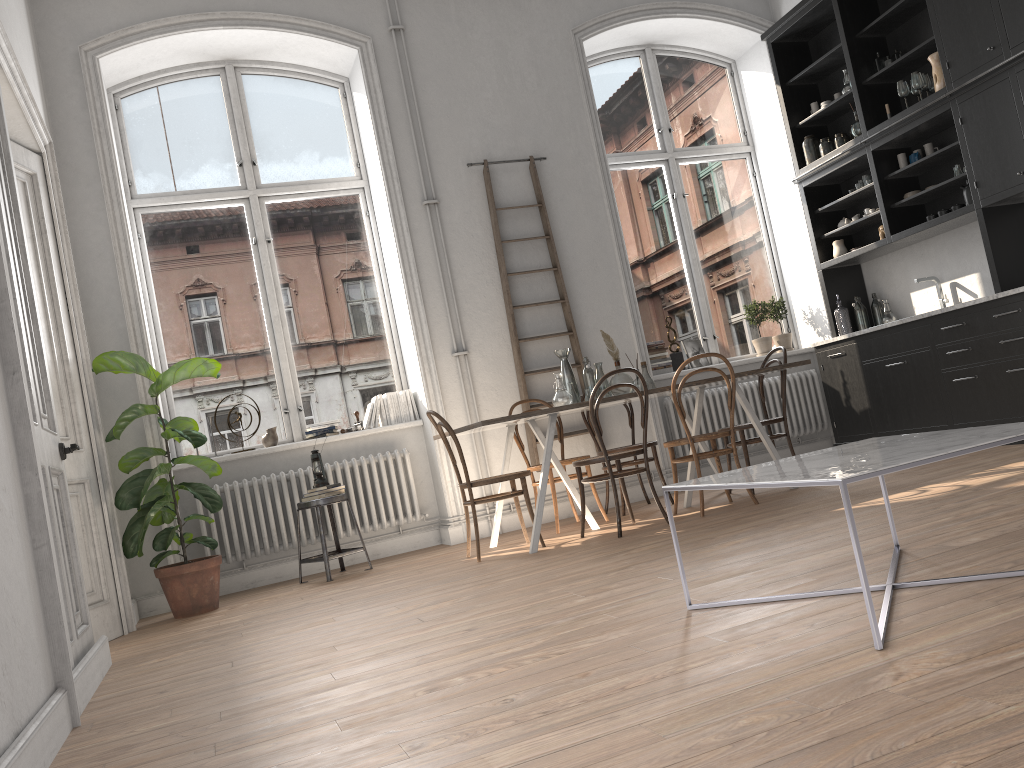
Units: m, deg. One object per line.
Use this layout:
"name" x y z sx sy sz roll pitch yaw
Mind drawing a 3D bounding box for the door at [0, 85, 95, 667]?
"door" -1.980 -0.168 3.535 0.216 2.813 1.098 -10 -4 -19

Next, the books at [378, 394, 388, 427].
"books" -0.990 0.208 6.718 0.024 0.243 0.175 -10 -4 -20

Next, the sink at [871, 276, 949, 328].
"sink" 3.003 -0.524 6.537 0.514 0.504 0.526 -10 -4 -20

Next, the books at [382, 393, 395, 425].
"books" -0.936 0.196 6.706 0.024 0.243 0.175 -10 -4 -20

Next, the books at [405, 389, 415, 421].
"books" -0.796 0.172 6.769 0.024 0.243 0.175 -10 -4 -20

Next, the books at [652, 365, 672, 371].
"books" 1.197 -0.120 7.463 0.249 0.023 0.175 -10 -4 -24

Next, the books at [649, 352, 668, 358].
"books" 1.185 -0.230 7.492 0.222 0.024 0.158 -10 -4 -20

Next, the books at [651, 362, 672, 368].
"books" 1.192 -0.143 7.464 0.249 0.023 0.175 -10 -4 -19

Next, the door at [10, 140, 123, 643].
"door" -2.509 0.010 4.570 0.216 2.813 1.097 -12 -4 5

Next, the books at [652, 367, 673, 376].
"books" 1.201 -0.088 7.461 0.248 0.043 0.193 -10 -4 -20

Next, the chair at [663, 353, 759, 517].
"chair" 1.141 0.302 5.333 0.437 0.920 0.549 -11 -4 -9

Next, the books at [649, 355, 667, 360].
"books" 1.188 -0.207 7.484 0.205 0.022 0.155 -11 -4 -6

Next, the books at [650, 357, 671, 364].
"books" 1.187 -0.181 7.485 0.245 0.028 0.194 -10 -4 -25

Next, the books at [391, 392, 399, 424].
"books" -0.906 0.192 6.744 0.019 0.243 0.175 -10 -4 -20

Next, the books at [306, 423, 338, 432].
"books" -1.397 0.321 6.512 0.205 0.020 0.155 -9 -5 -30

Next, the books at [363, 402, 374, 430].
"books" -1.084 0.246 6.662 0.105 0.194 0.155 -10 -4 -21

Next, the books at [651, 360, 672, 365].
"books" 1.193 -0.161 7.483 0.255 0.014 0.193 -10 -4 -17

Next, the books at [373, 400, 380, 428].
"books" -1.024 0.232 6.682 0.072 0.203 0.155 -10 -4 -20

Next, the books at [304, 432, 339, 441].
"books" -1.399 0.389 6.520 0.221 0.023 0.147 -14 -4 29

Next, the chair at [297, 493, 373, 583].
"chair" -1.211 1.013 5.877 0.361 0.522 0.363 -15 -5 44

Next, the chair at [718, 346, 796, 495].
"chair" 1.653 0.244 5.967 0.549 0.920 0.438 -11 -4 -7

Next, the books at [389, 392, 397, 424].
"books" -0.918 0.193 6.721 0.019 0.243 0.175 -10 -4 -20

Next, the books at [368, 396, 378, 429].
"books" -1.050 0.219 6.673 0.100 0.235 0.175 -10 -4 -20

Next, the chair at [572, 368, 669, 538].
"chair" 0.587 0.402 5.168 0.437 0.920 0.550 -10 -4 -24

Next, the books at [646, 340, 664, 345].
"books" 1.154 -0.332 7.499 0.200 0.024 0.159 -9 -5 -30

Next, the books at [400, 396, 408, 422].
"books" -0.836 0.198 6.750 0.020 0.205 0.155 -10 -4 -20

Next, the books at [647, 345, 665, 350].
"books" 1.158 -0.290 7.485 0.231 0.023 0.163 -11 -4 -4

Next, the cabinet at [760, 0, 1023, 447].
"cabinet" 3.063 -1.407 5.858 0.634 3.581 3.254 -10 -4 -20

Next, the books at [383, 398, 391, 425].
"books" -0.956 0.219 6.707 0.020 0.205 0.155 -10 -4 -20

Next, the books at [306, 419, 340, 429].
"books" -1.390 0.296 6.539 0.243 0.019 0.175 -11 -4 -10

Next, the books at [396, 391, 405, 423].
"books" -0.860 0.183 6.743 0.019 0.243 0.175 -10 -4 -20

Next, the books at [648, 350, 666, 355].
"books" 1.179 -0.251 7.487 0.205 0.022 0.155 -10 -4 -25

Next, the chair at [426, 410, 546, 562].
"chair" -0.159 0.563 5.327 0.549 0.920 0.438 -11 -4 -12

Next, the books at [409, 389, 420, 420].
"books" -0.766 0.167 6.777 0.040 0.244 0.175 -10 -4 -20

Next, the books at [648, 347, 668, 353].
"books" 1.170 -0.270 7.487 0.243 0.019 0.175 -10 -4 -20

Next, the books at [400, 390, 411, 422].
"books" -0.825 0.179 6.779 0.024 0.243 0.175 -10 -4 -20

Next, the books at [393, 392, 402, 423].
"books" -0.887 0.190 6.756 0.024 0.243 0.175 -10 -4 -20

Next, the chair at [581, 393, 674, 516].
"chair" 0.796 0.440 6.321 0.437 0.920 0.549 -11 -4 -13

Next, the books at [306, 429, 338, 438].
"books" -1.397 0.365 6.520 0.205 0.022 0.155 -11 -4 0

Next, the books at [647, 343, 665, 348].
"books" 1.167 -0.313 7.491 0.205 0.020 0.155 -10 -4 -20

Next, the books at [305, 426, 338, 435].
"books" -1.398 0.343 6.521 0.221 0.023 0.147 -11 -4 -4

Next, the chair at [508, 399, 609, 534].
"chair" 0.291 0.523 6.053 0.437 0.920 0.550 -10 -4 -22
